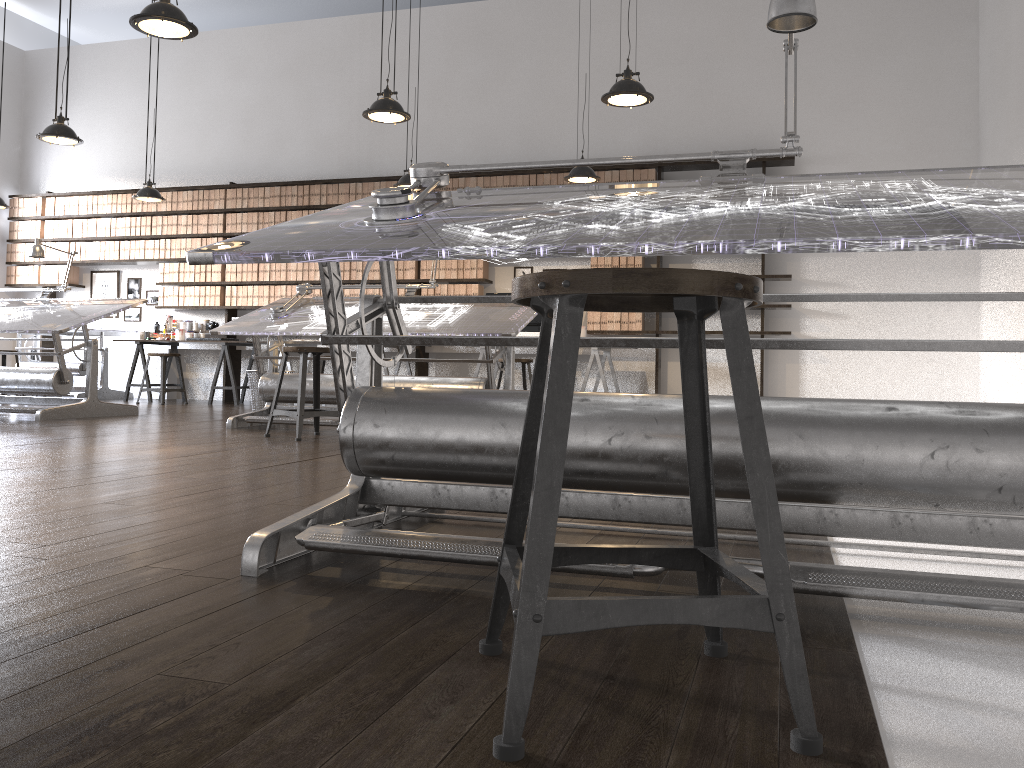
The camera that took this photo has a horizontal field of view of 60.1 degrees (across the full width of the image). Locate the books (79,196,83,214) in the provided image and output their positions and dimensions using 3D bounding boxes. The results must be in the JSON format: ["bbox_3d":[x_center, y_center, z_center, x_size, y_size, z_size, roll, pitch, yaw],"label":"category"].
[{"bbox_3d":[-5.099,-2.124,10.615,0.067,0.226,0.174,1,-1,17],"label":"books"}]

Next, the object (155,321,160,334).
[{"bbox_3d":[-4.023,-0.595,10.026,0.069,0.230,0.068,1,-2,14],"label":"object"}]

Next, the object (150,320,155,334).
[{"bbox_3d":[-4.047,-0.599,9.946,0.069,0.238,0.068,1,-2,14],"label":"object"}]

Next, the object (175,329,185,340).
[{"bbox_3d":[-3.685,-0.538,9.838,0.105,0.142,0.104,1,-1,10],"label":"object"}]

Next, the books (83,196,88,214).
[{"bbox_3d":[-5.040,-2.122,10.595,0.067,0.226,0.174,1,-1,17],"label":"books"}]

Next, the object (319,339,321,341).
[{"bbox_3d":[-1.991,-0.532,9.420,0.101,0.209,0.101,2,-2,-28],"label":"object"}]

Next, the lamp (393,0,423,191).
[{"bbox_3d":[-0.876,-2.869,7.908,0.310,2.257,0.312,-1,-3,42],"label":"lamp"}]

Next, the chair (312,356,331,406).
[{"bbox_3d":[-1.711,-0.002,8.439,0.371,0.529,0.358,1,-1,-10],"label":"chair"}]

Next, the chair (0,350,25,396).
[{"bbox_3d":[-5.260,-0.084,9.093,0.372,0.529,0.358,1,-1,25],"label":"chair"}]

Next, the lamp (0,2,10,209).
[{"bbox_3d":[-5.400,-2.981,9.298,0.311,2.257,0.312,1,-2,-3],"label":"lamp"}]

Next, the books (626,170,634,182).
[{"bbox_3d":[1.165,-1.970,8.683,0.067,0.226,0.174,1,-1,17],"label":"books"}]

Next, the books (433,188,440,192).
[{"bbox_3d":[-0.760,-2.017,9.279,0.067,0.226,0.174,1,-1,17],"label":"books"}]

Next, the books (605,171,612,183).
[{"bbox_3d":[0.966,-1.975,8.743,0.067,0.226,0.174,1,-1,17],"label":"books"}]

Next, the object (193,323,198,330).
[{"bbox_3d":[-3.605,-0.651,10.085,0.062,0.094,0.062,1,-1,3],"label":"object"}]

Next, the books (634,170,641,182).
[{"bbox_3d":[1.237,-1.968,8.662,0.067,0.226,0.174,1,-1,17],"label":"books"}]

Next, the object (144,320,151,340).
[{"bbox_3d":[-4.068,-0.595,9.878,0.069,0.230,0.068,1,-2,14],"label":"object"}]

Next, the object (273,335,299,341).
[{"bbox_3d":[-2.383,-0.516,9.410,0.204,0.161,0.284,1,0,17],"label":"object"}]

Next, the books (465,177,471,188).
[{"bbox_3d":[-0.428,-2.009,9.175,0.067,0.226,0.174,1,-1,17],"label":"books"}]

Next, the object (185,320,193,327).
[{"bbox_3d":[-3.722,-0.668,10.199,0.094,0.128,0.095,2,-2,-42],"label":"object"}]

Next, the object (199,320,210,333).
[{"bbox_3d":[-3.495,-0.650,10.070,0.107,0.162,0.236,2,0,-17],"label":"object"}]

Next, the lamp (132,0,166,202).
[{"bbox_3d":[-3.538,-2.935,8.728,0.311,2.257,0.312,1,-2,-3],"label":"lamp"}]

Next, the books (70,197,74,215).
[{"bbox_3d":[-5.227,-2.127,10.655,0.067,0.226,0.174,1,-1,17],"label":"books"}]

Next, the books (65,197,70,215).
[{"bbox_3d":[-5.295,-2.129,10.676,0.067,0.226,0.174,1,-1,17],"label":"books"}]

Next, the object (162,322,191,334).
[{"bbox_3d":[-3.786,-0.632,10.009,0.077,0.146,0.344,0,-1,40],"label":"object"}]

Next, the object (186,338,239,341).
[{"bbox_3d":[-3.185,-0.470,9.433,0.446,0.033,0.312,1,1,17],"label":"object"}]

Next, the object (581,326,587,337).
[{"bbox_3d":[0.634,-0.449,8.395,0.144,0.196,0.145,1,-1,-11],"label":"object"}]

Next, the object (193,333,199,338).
[{"bbox_3d":[-3.511,-0.516,9.844,0.062,0.093,0.063,2,-1,-24],"label":"object"}]

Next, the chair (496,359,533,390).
[{"bbox_3d":[0.028,0.040,7.931,0.358,0.529,0.371,2,-1,-15],"label":"chair"}]

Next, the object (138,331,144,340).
[{"bbox_3d":[-4.140,-0.534,9.883,0.068,0.104,0.068,1,-1,22],"label":"object"}]

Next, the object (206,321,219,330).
[{"bbox_3d":[-3.400,-0.654,10.009,0.171,0.109,0.091,1,-1,17],"label":"object"}]

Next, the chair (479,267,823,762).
[{"bbox_3d":[0.150,0.135,1.114,0.358,0.529,0.371,1,-1,-5],"label":"chair"}]

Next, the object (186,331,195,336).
[{"bbox_3d":[-3.608,-0.532,9.926,0.095,0.128,0.094,1,-1,21],"label":"object"}]

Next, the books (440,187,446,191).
[{"bbox_3d":[-0.693,-2.015,9.253,0.067,0.226,0.174,1,-1,17],"label":"books"}]

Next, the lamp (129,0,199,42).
[{"bbox_3d":[-1.652,-2.830,4.307,0.310,2.270,0.312,-1,-3,42],"label":"lamp"}]

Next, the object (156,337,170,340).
[{"bbox_3d":[-3.822,-0.494,9.681,0.132,0.050,0.197,1,1,-44],"label":"object"}]

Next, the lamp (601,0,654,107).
[{"bbox_3d":[0.704,-2.801,5.269,0.311,2.257,0.312,1,-2,-3],"label":"lamp"}]

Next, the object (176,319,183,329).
[{"bbox_3d":[-3.825,-0.680,10.191,0.070,0.130,0.070,2,-2,-35],"label":"object"}]

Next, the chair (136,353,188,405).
[{"bbox_3d":[-3.577,-0.049,9.087,0.372,0.529,0.358,1,-1,25],"label":"chair"}]

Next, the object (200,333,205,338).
[{"bbox_3d":[-3.452,-0.515,9.876,0.062,0.094,0.062,2,-1,-24],"label":"object"}]

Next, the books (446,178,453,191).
[{"bbox_3d":[-0.624,-2.014,9.236,0.067,0.226,0.174,1,-1,17],"label":"books"}]

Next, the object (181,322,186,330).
[{"bbox_3d":[-3.742,-0.654,10.088,0.062,0.094,0.062,1,-1,3],"label":"object"}]

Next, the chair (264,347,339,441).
[{"bbox_3d":[-1.166,0.054,5.087,0.358,0.529,0.371,2,-2,-45],"label":"chair"}]

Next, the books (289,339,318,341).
[{"bbox_3d":[-2.086,-0.439,9.092,0.354,0.029,0.256,1,1,17],"label":"books"}]

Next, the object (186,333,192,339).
[{"bbox_3d":[-3.576,-0.517,9.818,0.062,0.094,0.062,2,-2,-33],"label":"object"}]

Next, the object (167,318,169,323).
[{"bbox_3d":[-3.860,-0.662,9.904,0.055,0.193,0.006,1,-2,16],"label":"object"}]

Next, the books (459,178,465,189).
[{"bbox_3d":[-0.494,-2.010,9.190,0.067,0.226,0.174,1,-1,17],"label":"books"}]

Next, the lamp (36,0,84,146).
[{"bbox_3d":[-3.270,-2.899,6.494,0.310,2.257,0.312,0,-3,37],"label":"lamp"}]

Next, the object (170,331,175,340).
[{"bbox_3d":[-3.760,-0.526,9.820,0.049,0.112,0.049,1,-2,14],"label":"object"}]

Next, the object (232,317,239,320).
[{"bbox_3d":[-2.970,-0.665,9.917,0.317,0.153,0.192,1,0,17],"label":"object"}]

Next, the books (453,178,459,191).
[{"bbox_3d":[-0.556,-2.012,9.215,0.067,0.226,0.174,1,-1,17],"label":"books"}]

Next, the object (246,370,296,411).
[{"bbox_3d":[-1.774,0.090,6.495,0.353,0.378,0.352,1,-1,39],"label":"object"}]

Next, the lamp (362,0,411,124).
[{"bbox_3d":[-0.782,-2.838,5.727,0.310,2.257,0.312,-1,-3,42],"label":"lamp"}]

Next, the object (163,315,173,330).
[{"bbox_3d":[-3.946,-0.700,10.151,0.106,0.177,0.107,1,-1,19],"label":"object"}]

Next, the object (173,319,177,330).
[{"bbox_3d":[-3.893,-0.682,10.209,0.050,0.140,0.051,1,-2,15],"label":"object"}]

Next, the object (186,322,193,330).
[{"bbox_3d":[-3.672,-0.652,10.082,0.062,0.093,0.063,1,-1,3],"label":"object"}]

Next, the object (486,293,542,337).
[{"bbox_3d":[0.054,-0.634,8.699,0.643,0.519,0.204,1,-2,17],"label":"object"}]

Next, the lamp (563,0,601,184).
[{"bbox_3d":[0.609,-2.833,7.450,0.310,2.257,0.312,-1,-3,42],"label":"lamp"}]
